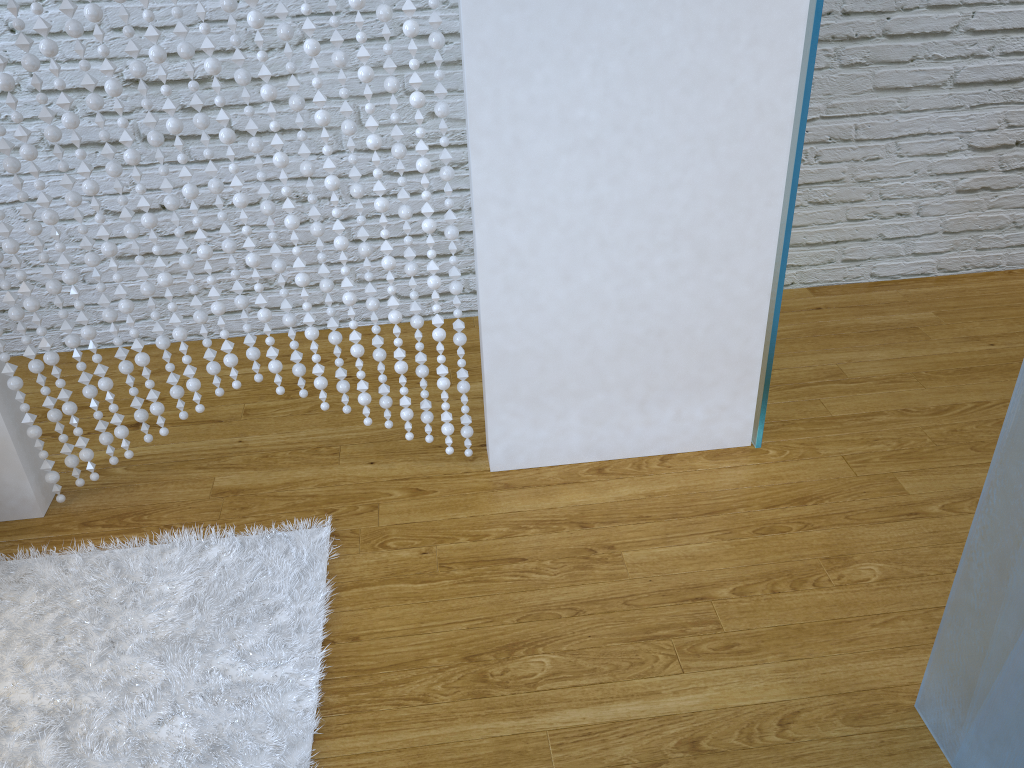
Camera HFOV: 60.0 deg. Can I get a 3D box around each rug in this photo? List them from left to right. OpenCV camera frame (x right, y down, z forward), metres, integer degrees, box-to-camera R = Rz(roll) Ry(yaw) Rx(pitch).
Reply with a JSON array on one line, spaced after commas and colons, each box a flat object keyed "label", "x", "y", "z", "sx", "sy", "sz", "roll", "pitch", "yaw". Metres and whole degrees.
[{"label": "rug", "x": -0.660, "y": 0.570, "z": 1.377, "sx": 0.756, "sy": 0.048, "sz": 1.080, "roll": -6, "pitch": 32, "yaw": -5}]

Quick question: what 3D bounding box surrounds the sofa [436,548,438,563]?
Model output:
[{"label": "sofa", "x": 2.773, "y": 0.621, "z": 0.452, "sx": 9.720, "sy": 0.689, "sz": 5.262, "roll": -5, "pitch": 32, "yaw": -5}]

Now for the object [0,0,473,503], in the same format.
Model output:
[{"label": "object", "x": -0.578, "y": -0.654, "z": 1.437, "sx": 0.923, "sy": 2.045, "sz": 0.050, "roll": -5, "pitch": 32, "yaw": -5}]
